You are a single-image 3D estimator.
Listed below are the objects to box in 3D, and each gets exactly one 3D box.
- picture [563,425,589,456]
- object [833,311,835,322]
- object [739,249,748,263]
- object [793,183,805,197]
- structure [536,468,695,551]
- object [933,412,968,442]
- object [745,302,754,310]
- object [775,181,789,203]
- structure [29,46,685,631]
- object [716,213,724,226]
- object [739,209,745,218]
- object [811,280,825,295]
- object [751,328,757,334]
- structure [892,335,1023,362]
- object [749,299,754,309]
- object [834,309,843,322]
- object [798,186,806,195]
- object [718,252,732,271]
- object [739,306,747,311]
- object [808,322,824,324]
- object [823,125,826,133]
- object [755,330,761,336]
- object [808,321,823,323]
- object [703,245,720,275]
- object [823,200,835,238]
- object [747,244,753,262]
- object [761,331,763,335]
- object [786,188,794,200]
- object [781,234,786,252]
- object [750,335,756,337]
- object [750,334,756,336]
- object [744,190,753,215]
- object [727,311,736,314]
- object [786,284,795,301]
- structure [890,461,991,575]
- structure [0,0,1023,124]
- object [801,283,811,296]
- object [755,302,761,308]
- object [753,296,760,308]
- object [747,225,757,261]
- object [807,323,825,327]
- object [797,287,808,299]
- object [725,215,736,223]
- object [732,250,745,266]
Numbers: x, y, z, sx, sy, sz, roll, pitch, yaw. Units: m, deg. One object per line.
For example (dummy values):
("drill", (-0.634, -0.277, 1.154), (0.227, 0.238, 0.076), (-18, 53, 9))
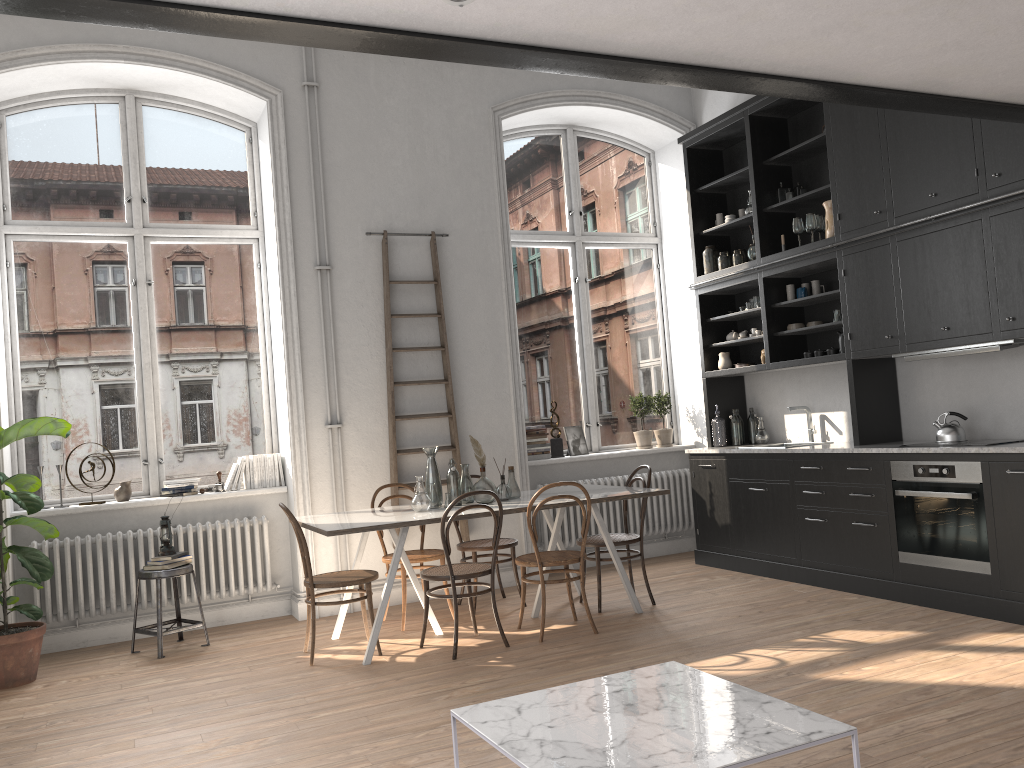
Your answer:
("picture", (0.534, 0.499, 7.728), (0.221, 0.264, 0.149), (-2, -3, -41))
("object", (2.313, -0.476, 6.324), (0.058, 0.094, 0.058), (-5, -2, 15))
("object", (1.904, -1.017, 7.324), (0.092, 0.184, 0.092), (-6, -2, 31))
("object", (2.186, -1.442, 6.744), (0.065, 0.177, 0.084), (-4, -2, -3))
("structure", (0.880, 1.067, 7.622), (1.577, 0.552, 0.194), (-3, -2, -25))
("object", (2.717, 0.263, 5.504), (0.171, 0.186, 0.171), (-4, -2, -14))
("object", (1.904, -0.616, 7.098), (0.064, 0.069, 0.064), (-5, -2, 23))
("object", (2.059, -1.444, 6.754), (0.084, 0.199, 0.065), (-4, -2, -3))
("structure", (-0.895, -0.591, 6.843), (5.181, 4.472, 0.340), (-3, -2, -25))
("object", (1.747, -1.358, 7.449), (0.059, 0.135, 0.082), (-5, -2, 3))
("object", (1.909, -1.376, 7.323), (0.059, 0.135, 0.082), (-4, -2, -2))
("object", (2.269, -0.700, 6.582), (0.059, 0.135, 0.082), (-3, -3, -42))
("object", (1.939, -0.418, 7.097), (0.039, 0.055, 0.049), (-4, -2, -4))
("structure", (2.779, -0.233, 5.385), (0.379, 0.123, 0.844), (-3, -3, -25))
("object", (1.954, -0.636, 7.180), (0.060, 0.107, 0.060), (-6, -3, 33))
("object", (2.299, -0.478, 6.253), (0.058, 0.094, 0.058), (-5, -2, 15))
("object", (2.175, -1.418, 6.637), (0.044, 0.121, 0.058), (-4, -2, 2))
("object", (1.744, -0.998, 7.263), (0.114, 0.155, 0.114), (-4, -2, -21))
("object", (1.876, -0.599, 7.176), (0.071, 0.047, 0.071), (-5, -2, 13))
("object", (2.270, -0.439, 6.628), (0.123, 0.036, 0.124), (-3, -3, -37))
("object", (2.270, -1.808, 6.335), (0.056, 0.121, 0.167), (-4, -2, 0))
("object", (1.949, -0.397, 7.028), (0.049, 0.054, 0.039), (-4, -2, 1))
("object", (2.269, -0.446, 6.629), (0.112, 0.036, 0.112), (-5, -3, 18))
("object", (1.663, -1.028, 7.385), (0.118, 0.238, 0.118), (-3, -3, -39))
("object", (2.219, -1.138, 6.164), (0.094, 0.267, 0.116), (-5, -2, 17))
("object", (1.957, -1.033, 7.154), (0.092, 0.184, 0.092), (-4, -2, -10))
("object", (2.002, -0.400, 7.012), (0.049, 0.041, 0.056), (-6, -3, 38))
("object", (2.089, -1.411, 6.667), (0.053, 0.125, 0.041), (-6, -2, 32))
("object", (2.046, -1.049, 6.683), (0.123, 0.161, 0.123), (-4, -2, -16))
("object", (1.943, -0.381, 7.090), (0.085, 0.015, 0.085), (-2, -3, -38))
("object", (1.943, -0.388, 7.089), (0.085, 0.016, 0.085), (-5, -2, 7))
("object", (1.912, -1.430, 7.054), (0.132, 0.219, 0.132), (-6, -3, 39))
("object", (1.847, -0.585, 7.464), (0.071, 0.047, 0.071), (-5, -2, 13))
("object", (2.119, -0.682, 6.725), (0.059, 0.135, 0.082), (-6, -3, 33))
("structure", (2.732, 0.748, 5.288), (0.618, 0.623, 0.622), (-3, -2, -25))
("structure", (1.478, -1.831, 1.371), (5.926, 1.212, 4.160), (-3, -3, -25))
("object", (2.217, -0.691, 6.711), (0.082, 0.135, 0.059), (-5, -2, 3))
("object", (1.949, -0.614, 6.967), (0.071, 0.047, 0.071), (-5, -2, 13))
("object", (1.945, -0.641, 7.038), (0.060, 0.107, 0.060), (-5, -2, 3))
("object", (1.884, -1.127, 6.876), (0.134, 0.357, 0.134), (-5, -2, 20))
("object", (2.271, -0.431, 6.628), (0.132, 0.038, 0.132), (-5, -3, 23))
("object", (2.164, -0.669, 6.617), (0.082, 0.093, 0.140), (-6, -3, 30))
("object", (1.815, -1.347, 7.360), (0.096, 0.095, 0.096), (-5, -2, 9))
("object", (1.836, -1.005, 7.193), (0.096, 0.150, 0.097), (-3, -3, -36))
